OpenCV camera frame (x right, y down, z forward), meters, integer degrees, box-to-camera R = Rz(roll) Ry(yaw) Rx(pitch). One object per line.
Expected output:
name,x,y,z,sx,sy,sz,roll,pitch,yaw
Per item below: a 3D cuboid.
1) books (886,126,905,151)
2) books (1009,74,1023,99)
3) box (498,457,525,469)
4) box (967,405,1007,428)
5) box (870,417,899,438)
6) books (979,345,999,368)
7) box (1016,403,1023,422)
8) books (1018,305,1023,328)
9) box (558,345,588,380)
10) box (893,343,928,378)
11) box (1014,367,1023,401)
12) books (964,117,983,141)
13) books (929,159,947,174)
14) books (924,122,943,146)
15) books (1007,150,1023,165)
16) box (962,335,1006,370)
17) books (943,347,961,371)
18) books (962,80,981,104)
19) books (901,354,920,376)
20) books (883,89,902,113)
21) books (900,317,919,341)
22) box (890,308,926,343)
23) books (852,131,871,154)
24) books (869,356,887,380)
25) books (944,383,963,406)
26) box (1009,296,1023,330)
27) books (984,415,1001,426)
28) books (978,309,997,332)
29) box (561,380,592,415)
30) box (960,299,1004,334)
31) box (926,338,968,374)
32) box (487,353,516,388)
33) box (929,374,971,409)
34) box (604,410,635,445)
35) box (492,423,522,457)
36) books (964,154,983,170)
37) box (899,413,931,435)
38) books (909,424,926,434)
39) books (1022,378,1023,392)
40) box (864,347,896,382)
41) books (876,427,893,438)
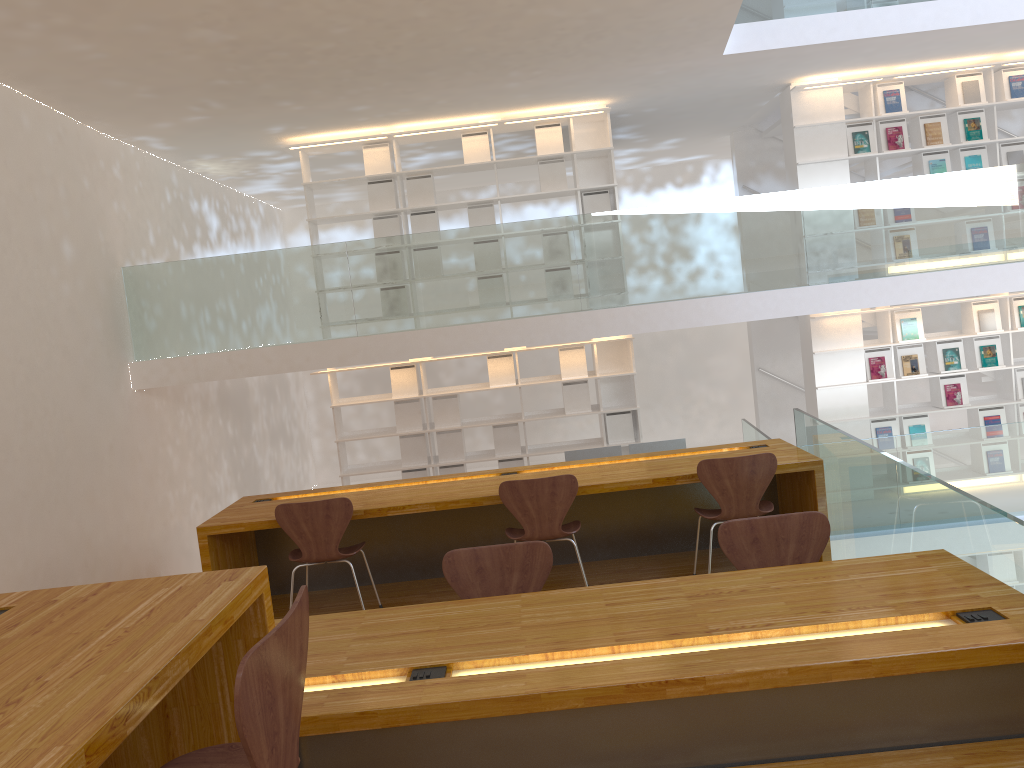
books,3.474,-2.224,8.039,0.145,0.210,0.037,-6,4,1
books,4.559,-2.676,7.985,0.145,0.210,0.037,-6,4,1
box,0.003,0.843,8.495,0.245,0.296,0.274,-6,4,1
box,4.473,0.354,8.333,0.245,0.296,0.274,-6,4,1
box,3.480,0.463,8.355,0.245,0.296,0.274,-6,4,1
books,4.400,-0.252,8.179,0.145,0.210,0.037,-6,4,1
box,4.846,0.312,8.325,0.245,0.296,0.274,-6,4,1
books,4.738,-0.620,8.145,0.145,0.210,0.037,-6,4,1
box,0.575,-0.208,8.404,0.245,0.296,0.274,-6,4,1
box,3.705,-0.222,8.310,0.245,0.296,0.274,-6,4,1
box,4.803,-0.013,8.299,0.245,0.296,0.274,-6,4,1
books,4.172,-2.300,8.020,0.145,0.210,0.037,-6,4,1
books,3.872,-1.933,8.053,0.145,0.210,0.037,-6,4,1
books,3.819,-2.261,8.031,0.145,0.210,0.037,-6,4,1
books,4.572,-2.006,8.038,0.145,0.210,0.037,-6,4,1
box,4.404,-0.298,8.282,0.245,0.296,0.274,-6,4,1
books,4.063,-0.226,8.190,0.145,0.210,0.037,-6,4,1
books,4.142,-2.628,7.995,0.145,0.210,0.037,-6,4,1
books,3.692,-0.163,8.208,0.145,0.210,0.037,-6,4,1
books,3.439,-2.551,8.010,0.145,0.210,0.037,-6,4,1
books,3.663,-0.501,8.169,0.145,0.210,0.037,-6,4,1
box,3.669,-0.547,8.273,0.245,0.296,0.274,-6,4,1
books,3.171,-2.186,8.047,0.145,0.210,0.037,-6,4,1
books,3.386,-0.144,8.204,0.145,0.210,0.037,-6,4,1
books,4.091,0.106,8.215,0.145,0.210,0.037,-6,4,1
box,4.745,-0.666,8.249,0.245,0.296,0.274,-6,4,1
books,4.468,0.400,8.233,0.145,0.210,0.037,-6,4,1
books,4.370,-0.580,8.154,0.145,0.210,0.037,-6,4,1
box,0.610,0.116,8.430,0.245,0.296,0.274,-6,4,1
box,4.374,-0.625,8.257,0.245,0.296,0.274,-6,4,1
box,4.060,-0.267,8.289,0.245,0.296,0.274,-6,4,1
box,-0.099,-0.135,8.417,0.245,0.296,0.274,-6,4,1
box,4.102,0.058,8.315,0.245,0.296,0.274,-6,4,1
box,1.020,0.401,8.447,0.245,0.296,0.274,-6,4,1
box,-0.048,0.519,8.470,0.245,0.296,0.274,-6,4,1
books,4.194,-1.971,8.049,0.145,0.210,0.037,-6,4,1
box,3.774,0.431,8.349,0.245,0.296,0.274,-6,4,1
books,3.777,0.486,8.246,0.145,0.210,0.037,-6,4,1
books,4.800,0.042,8.197,0.145,0.210,0.037,-6,4,1
box,3.403,-0.189,8.305,0.245,0.296,0.274,-6,4,1
books,3.470,0.508,8.252,0.145,0.210,0.037,-6,4,1
